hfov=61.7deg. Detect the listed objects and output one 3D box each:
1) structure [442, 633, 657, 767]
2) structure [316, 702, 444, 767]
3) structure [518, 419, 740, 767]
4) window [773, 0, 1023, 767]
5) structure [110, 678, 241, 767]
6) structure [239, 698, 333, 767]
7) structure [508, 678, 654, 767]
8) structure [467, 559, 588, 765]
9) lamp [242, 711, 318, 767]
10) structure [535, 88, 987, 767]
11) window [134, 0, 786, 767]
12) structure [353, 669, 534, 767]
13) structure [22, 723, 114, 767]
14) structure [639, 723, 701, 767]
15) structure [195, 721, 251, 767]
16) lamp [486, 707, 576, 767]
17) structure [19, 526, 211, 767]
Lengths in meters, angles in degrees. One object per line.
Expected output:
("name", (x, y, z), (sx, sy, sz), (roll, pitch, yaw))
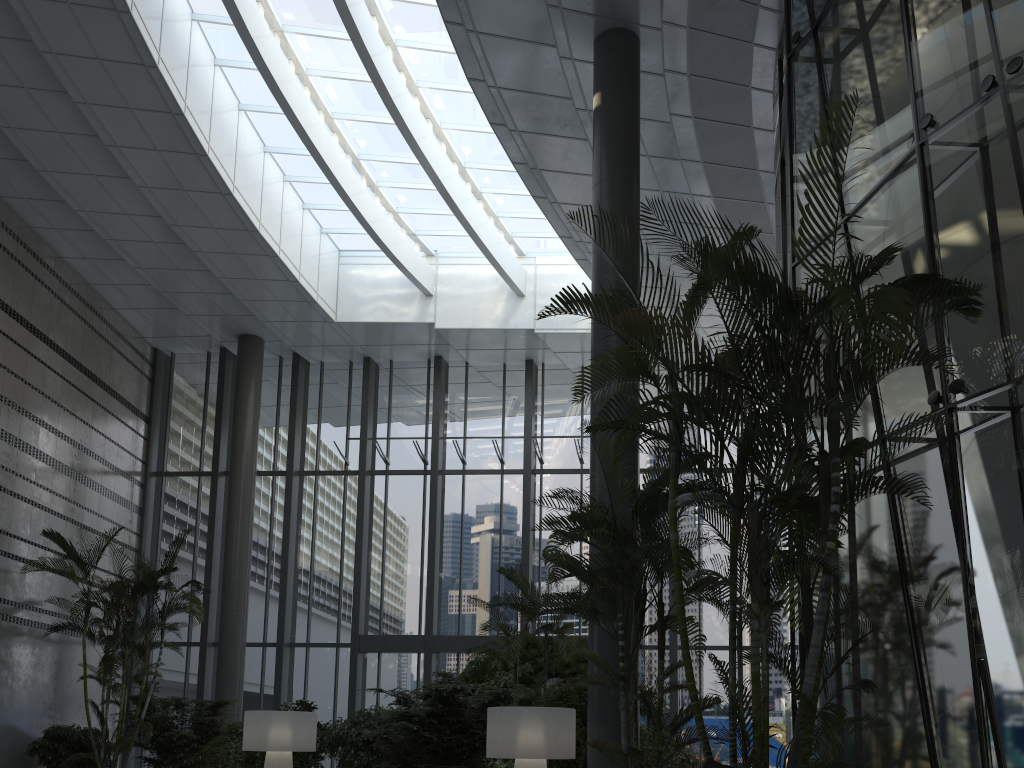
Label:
("structure", (0.284, 5.071, 12.463), (3.743, 2.808, 3.401), (-4, -17, 16))
("structure", (-1.920, 5.573, 12.452), (2.012, 1.796, 1.745), (-10, -19, 35))
("structure", (0.926, 2.200, 6.456), (1.670, 3.548, 2.131), (3, -12, -11))
("window", (4.562, 1.333, 9.387), (4.212, 7.527, 16.464), (0, -20, 6))
("structure", (-5.348, 5.850, 13.722), (1.889, 2.179, 1.949), (4, -15, -11))
("structure", (-3.273, 5.516, 12.445), (1.237, 1.870, 1.465), (-6, -15, 29))
("structure", (0.778, 4.365, 9.738), (1.663, 2.022, 1.573), (14, -19, -42))
("structure", (0.220, 3.490, 9.256), (1.429, 3.294, 1.266), (3, -10, -11))
("lamp", (-2.788, 4.732, 10.196), (0.829, 1.590, 0.892), (-3, -12, 21))
("structure", (1.330, 1.045, 4.792), (2.479, 4.431, 2.626), (4, -12, -14))
("window", (-2.802, -0.064, 8.753), (13.495, 9.482, 20.008), (-5, -21, 17))
("structure", (-0.907, 4.714, 10.885), (2.251, 2.210, 2.466), (4, -16, -9))
("structure", (-6.792, 5.992, 13.203), (1.477, 1.468, 1.136), (16, -20, -42))
("structure", (1.609, 4.900, 10.376), (1.492, 1.528, 1.632), (9, -18, -27))
("structure", (-4.045, 5.887, 12.937), (1.492, 1.528, 1.632), (9, -18, -27))
("lamp", (0.169, 3.866, 8.019), (0.875, 1.591, 0.846), (9, -14, -34))
("structure", (-5.898, 4.298, 12.842), (2.514, 4.432, 2.586), (-1, -12, 10))
